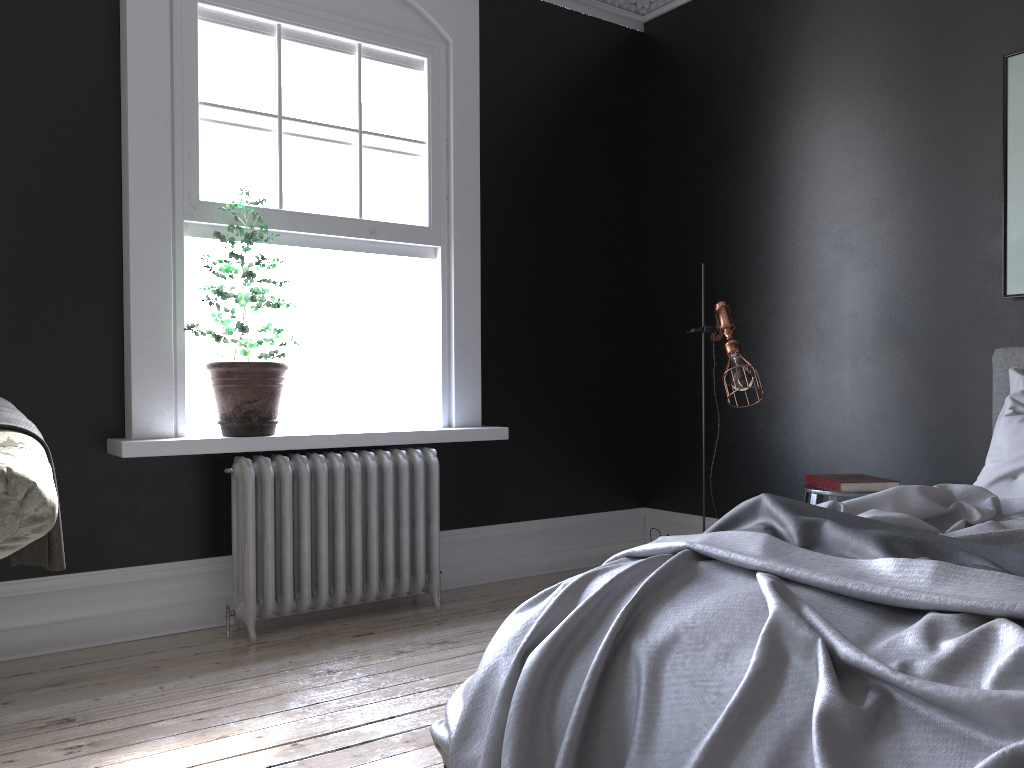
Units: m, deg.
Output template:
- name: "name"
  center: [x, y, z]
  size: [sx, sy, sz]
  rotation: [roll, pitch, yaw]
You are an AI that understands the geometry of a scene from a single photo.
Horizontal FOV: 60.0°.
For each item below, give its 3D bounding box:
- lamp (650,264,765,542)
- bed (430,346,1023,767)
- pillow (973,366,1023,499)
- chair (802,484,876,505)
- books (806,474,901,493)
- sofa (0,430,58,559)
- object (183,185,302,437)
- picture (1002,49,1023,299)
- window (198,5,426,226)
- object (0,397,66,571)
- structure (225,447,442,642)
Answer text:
- name: "lamp"
  center: [1.034, 0.251, 4.964]
  size: [0.437, 1.779, 1.717]
  rotation: [0, 0, 3]
- name: "bed"
  center: [1.396, 0.485, 2.421]
  size: [2.765, 1.298, 3.283]
  rotation: [0, 0, 43]
- name: "pillow"
  center: [2.333, 0.297, 3.018]
  size: [0.680, 0.760, 1.830]
  rotation: [-1, 0, -36]
- name: "chair"
  center: [1.528, 0.805, 4.022]
  size: [0.613, 0.673, 0.613]
  rotation: [0, 0, 9]
- name: "books"
  center: [1.533, 0.446, 4.007]
  size: [0.275, 0.045, 0.346]
  rotation: [0, 0, -6]
- name: "sofa"
  center: [-2.752, 0.601, 2.148]
  size: [2.812, 1.161, 1.606]
  rotation: [0, 0, -35]
- name: "object"
  center: [-1.232, -0.325, 4.113]
  size: [0.474, 1.134, 0.505]
  rotation: [0, 1, 4]
- name: "picture"
  center: [2.419, -0.922, 3.629]
  size: [0.014, 1.079, 0.791]
  rotation: [-1, 1, -36]
- name: "window"
  center: [-0.974, -1.267, 4.467]
  size: [1.263, 1.017, 0.056]
  rotation: [-1, 1, -36]
- name: "object"
  center: [-2.030, 0.311, 2.786]
  size: [1.367, 0.585, 0.517]
  rotation: [0, 0, 14]
- name: "structure"
  center: [-0.834, 0.752, 4.334]
  size: [1.141, 0.849, 0.276]
  rotation: [0, 1, -36]
